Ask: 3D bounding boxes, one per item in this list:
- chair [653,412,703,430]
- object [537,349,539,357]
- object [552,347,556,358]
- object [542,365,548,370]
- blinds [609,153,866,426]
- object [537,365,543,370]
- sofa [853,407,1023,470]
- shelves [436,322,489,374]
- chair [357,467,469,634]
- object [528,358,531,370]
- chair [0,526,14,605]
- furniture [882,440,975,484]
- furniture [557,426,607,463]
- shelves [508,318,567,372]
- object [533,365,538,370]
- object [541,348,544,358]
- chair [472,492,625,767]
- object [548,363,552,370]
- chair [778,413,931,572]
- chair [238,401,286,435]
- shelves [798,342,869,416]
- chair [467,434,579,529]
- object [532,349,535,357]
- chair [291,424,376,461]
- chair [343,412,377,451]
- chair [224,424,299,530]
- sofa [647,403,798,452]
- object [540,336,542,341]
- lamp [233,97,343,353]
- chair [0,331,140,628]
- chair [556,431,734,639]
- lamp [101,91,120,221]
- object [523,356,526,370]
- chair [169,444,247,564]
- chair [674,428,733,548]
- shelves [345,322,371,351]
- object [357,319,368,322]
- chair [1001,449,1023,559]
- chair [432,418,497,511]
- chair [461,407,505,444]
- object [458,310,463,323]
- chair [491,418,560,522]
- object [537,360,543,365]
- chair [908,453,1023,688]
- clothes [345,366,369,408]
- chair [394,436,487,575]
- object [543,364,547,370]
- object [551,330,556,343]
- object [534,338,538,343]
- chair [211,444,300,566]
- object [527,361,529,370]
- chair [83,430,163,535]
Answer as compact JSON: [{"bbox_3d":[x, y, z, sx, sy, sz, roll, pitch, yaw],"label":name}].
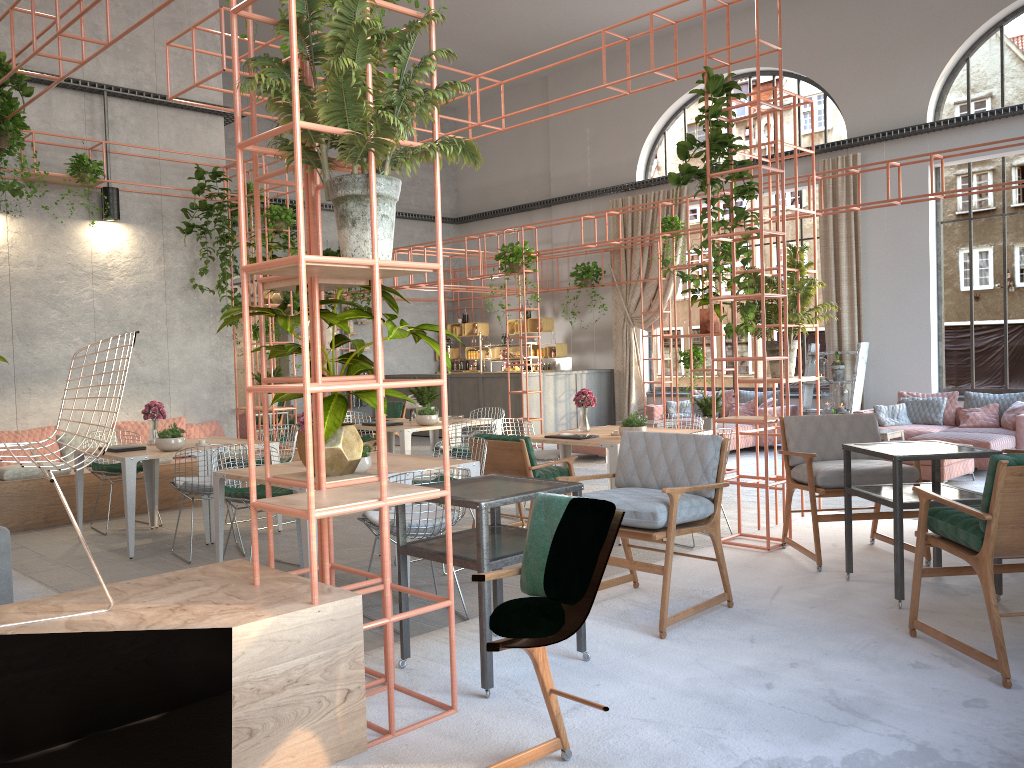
[{"bbox_3d":[1.527,0.772,8.697,0.565,0.941,0.717,0,3,42],"label":"chair"},{"bbox_3d":[0.539,-0.612,17.723,0.069,0.191,0.069,-2,2,-9],"label":"object"},{"bbox_3d":[0.849,-0.622,17.468,0.131,0.207,0.131,-2,2,1],"label":"object"},{"bbox_3d":[0.654,-0.335,17.827,0.115,0.107,0.115,-3,2,-38],"label":"object"},{"bbox_3d":[3.630,-1.364,15.350,0.414,4.389,4.957,-4,3,-43],"label":"blinds"},{"bbox_3d":[0.565,-0.329,17.740,0.115,0.107,0.115,-1,2,12],"label":"object"},{"bbox_3d":[5.532,0.695,11.553,1.960,0.672,2.219,-4,3,-44],"label":"sofa"},{"bbox_3d":[-0.968,-0.411,19.445,0.328,1.838,1.750,-4,3,-44],"label":"shelves"},{"bbox_3d":[-0.591,0.945,5.383,0.565,0.941,0.717,-3,2,-28],"label":"chair"},{"bbox_3d":[0.363,-0.429,18.184,0.074,0.287,0.072,-2,2,-13],"label":"object"},{"bbox_3d":[-3.024,0.954,4.089,1.056,0.586,1.127,-4,3,-44],"label":"chair"},{"bbox_3d":[4.550,0.885,10.013,0.941,0.446,0.976,-4,3,-44],"label":"furniture"},{"bbox_3d":[1.330,0.877,13.298,0.941,0.446,0.976,-4,3,-44],"label":"furniture"},{"bbox_3d":[0.376,-0.408,18.074,0.328,1.838,1.750,-4,3,-44],"label":"shelves"},{"bbox_3d":[0.475,-0.329,17.833,0.115,0.107,0.115,0,3,43],"label":"object"},{"bbox_3d":[0.603,-0.612,17.658,0.069,0.191,0.069,-3,2,-27],"label":"object"},{"bbox_3d":[0.159,0.827,2.544,0.685,0.929,0.722,-4,3,-44],"label":"chair"},{"bbox_3d":[0.761,-0.350,17.828,0.073,0.131,0.073,0,2,39],"label":"object"},{"bbox_3d":[2.183,0.667,5.754,0.722,0.914,0.685,-2,2,-4],"label":"chair"},{"bbox_3d":[-4.480,0.734,15.862,0.685,0.930,0.722,-4,3,-44],"label":"chair"},{"bbox_3d":[4.848,0.187,13.477,0.856,1.618,0.842,-4,3,-44],"label":"shelves"},{"bbox_3d":[0.098,0.862,7.406,0.685,0.917,0.722,-4,3,-44],"label":"chair"},{"bbox_3d":[0.425,-0.612,17.840,0.069,0.191,0.069,-3,2,-32],"label":"object"},{"bbox_3d":[-1.862,0.858,9.382,0.685,0.917,0.722,-4,3,-44],"label":"chair"},{"bbox_3d":[-1.797,0.811,10.631,0.565,0.941,0.717,-4,3,-43],"label":"chair"},{"bbox_3d":[-2.448,0.894,8.699,0.565,0.941,0.717,0,3,42],"label":"chair"},{"bbox_3d":[3.058,0.689,14.078,1.960,0.672,2.219,-4,3,-44],"label":"sofa"},{"bbox_3d":[0.553,-0.879,17.737,0.083,0.159,0.083,-2,2,0],"label":"object"},{"bbox_3d":[-4.068,-2.484,13.888,0.704,4.052,4.456,-4,3,-44],"label":"lamp"},{"bbox_3d":[-1.483,0.316,2.652,0.717,0.941,0.565,-3,2,-36],"label":"chair"},{"bbox_3d":[0.698,0.740,4.703,0.685,0.929,0.722,-4,3,-44],"label":"chair"},{"bbox_3d":[-4.522,-2.559,9.942,0.179,1.425,0.185,-4,3,-44],"label":"lamp"},{"bbox_3d":[0.247,-0.423,18.058,0.066,0.291,0.066,-1,2,30],"label":"object"},{"bbox_3d":[-2.506,0.941,7.336,0.565,0.941,0.717,-3,2,-28],"label":"chair"},{"bbox_3d":[1.469,0.818,7.334,0.565,0.941,0.717,-3,2,-28],"label":"chair"},{"bbox_3d":[-3.210,-1.078,18.481,0.560,0.790,0.186,-4,3,-44],"label":"shelves"},{"bbox_3d":[-3.137,-1.345,18.579,0.263,0.101,0.013,-4,3,-44],"label":"object"},{"bbox_3d":[3.291,0.656,5.057,0.685,0.914,0.722,-2,2,-4],"label":"chair"},{"bbox_3d":[-0.492,0.814,9.310,0.565,0.941,0.717,-3,2,-28],"label":"chair"},{"bbox_3d":[-0.434,0.768,10.673,0.565,0.941,0.717,0,3,42],"label":"chair"},{"bbox_3d":[-1.130,-1.484,19.642,0.134,0.301,0.134,0,2,34],"label":"object"},{"bbox_3d":[0.164,0.815,8.655,0.565,0.941,0.717,-4,3,-43],"label":"chair"},{"bbox_3d":[0.565,-0.437,17.827,0.115,0.107,0.115,-1,2,12],"label":"object"},{"bbox_3d":[2.236,0.726,3.847,0.722,0.917,0.685,-2,2,-4],"label":"chair"},{"bbox_3d":[-3.219,0.039,18.475,0.366,0.997,0.625,-1,2,26],"label":"clothes"},{"bbox_3d":[-0.534,0.899,6.745,0.565,0.941,0.717,0,3,42],"label":"chair"},{"bbox_3d":[0.662,-0.344,17.724,0.073,0.131,0.073,0,2,38],"label":"object"},{"bbox_3d":[0.824,-0.941,17.635,0.075,0.273,0.075,0,2,34],"label":"object"},{"bbox_3d":[0.489,-0.880,17.802,0.083,0.159,0.083,-2,2,0],"label":"object"},{"bbox_3d":[-1.897,0.943,6.703,0.565,0.941,0.717,-4,3,-43],"label":"chair"},{"bbox_3d":[0.307,-0.422,18.125,0.065,0.280,0.065,-2,2,-1],"label":"object"},{"bbox_3d":[-3.811,0.938,8.657,0.565,0.941,0.717,-4,3,-43],"label":"chair"}]
